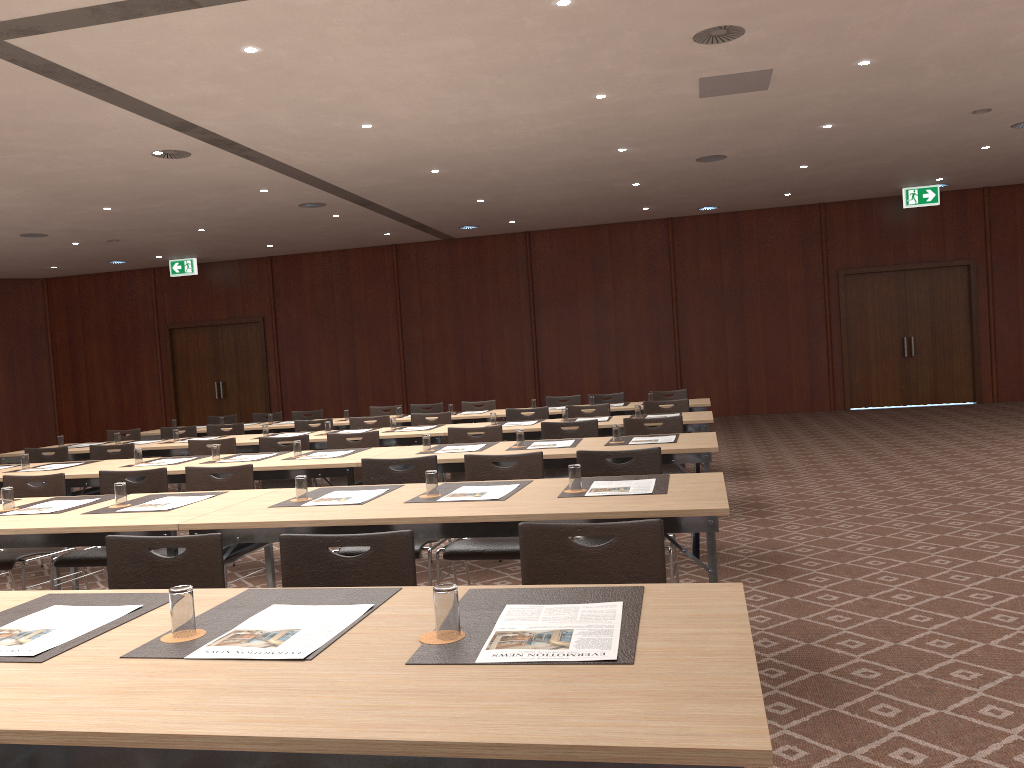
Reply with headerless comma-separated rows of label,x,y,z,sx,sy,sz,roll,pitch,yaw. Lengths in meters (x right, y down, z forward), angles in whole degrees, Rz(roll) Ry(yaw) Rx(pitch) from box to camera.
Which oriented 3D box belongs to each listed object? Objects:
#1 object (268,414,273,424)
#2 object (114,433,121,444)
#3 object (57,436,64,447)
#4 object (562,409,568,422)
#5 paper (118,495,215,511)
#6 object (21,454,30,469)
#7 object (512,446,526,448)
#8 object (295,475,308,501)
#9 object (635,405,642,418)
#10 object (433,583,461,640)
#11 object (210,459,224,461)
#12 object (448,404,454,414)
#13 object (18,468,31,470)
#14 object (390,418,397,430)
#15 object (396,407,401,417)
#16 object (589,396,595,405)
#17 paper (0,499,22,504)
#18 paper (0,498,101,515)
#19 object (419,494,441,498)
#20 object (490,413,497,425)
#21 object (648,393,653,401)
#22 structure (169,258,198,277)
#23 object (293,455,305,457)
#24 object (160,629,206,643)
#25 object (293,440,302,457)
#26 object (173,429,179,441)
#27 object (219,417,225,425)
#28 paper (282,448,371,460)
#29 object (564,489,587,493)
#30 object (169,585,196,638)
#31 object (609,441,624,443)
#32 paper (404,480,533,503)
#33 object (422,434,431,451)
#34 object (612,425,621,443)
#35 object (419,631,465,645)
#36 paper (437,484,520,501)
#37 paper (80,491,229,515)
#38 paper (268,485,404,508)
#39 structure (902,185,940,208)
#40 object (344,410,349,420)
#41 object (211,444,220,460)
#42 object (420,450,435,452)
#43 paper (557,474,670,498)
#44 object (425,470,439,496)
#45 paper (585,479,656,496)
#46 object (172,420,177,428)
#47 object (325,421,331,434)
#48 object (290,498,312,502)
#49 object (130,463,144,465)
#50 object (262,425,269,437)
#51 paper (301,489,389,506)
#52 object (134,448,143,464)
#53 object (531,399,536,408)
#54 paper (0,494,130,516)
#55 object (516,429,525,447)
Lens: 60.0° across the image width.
object,-2.920,0.424,10.720,0.054,0.114,0.054,-6,3,-44
object,-3.963,0.547,8.906,0.054,0.114,0.054,-6,3,-44
object,-4.603,0.585,9.050,0.054,0.114,0.054,-5,2,-22
object,0.477,0.280,7.963,0.054,0.114,0.054,-6,3,-44
paper,-1.702,0.587,4.378,0.283,0.006,0.398,-3,2,14
object,-3.744,0.595,6.820,0.054,0.114,0.054,-6,3,-44
object,0.044,0.425,6.006,0.102,0.001,0.102,-4,2,1
object,-0.994,0.490,4.187,0.054,0.114,0.054,-6,3,-44
object,1.111,0.242,7.818,0.054,0.114,0.054,-5,2,-22
object,-0.143,0.500,1.954,0.054,0.114,0.054,-5,2,-22
object,-2.160,0.557,6.486,0.102,0.001,0.102,-4,2,1
object,-0.706,0.290,10.258,0.054,0.114,0.054,-6,3,-44
object,-3.749,0.652,6.831,0.102,0.001,0.102,-4,2,1
object,-1.109,0.376,8.293,0.054,0.114,0.054,-6,3,-44
object,-1.330,0.328,10.391,0.054,0.114,0.054,-6,3,-44
object,0.894,0.194,9.912,0.054,0.114,0.054,-6,3,-44
paper,-3.023,0.668,4.731,0.460,0.003,0.565,-3,2,14
paper,-2.353,0.626,4.533,0.283,0.006,0.398,-4,2,10
object,-0.374,0.511,4.048,0.102,0.001,0.102,-4,2,1
object,-0.169,0.319,8.092,0.054,0.114,0.054,-6,3,-44
object,1.528,0.156,9.772,0.054,0.114,0.054,-5,2,-22
structure,-7.027,-2.494,18.963,0.587,0.346,0.105,-3,2,12
object,-1.525,0.519,6.347,0.102,0.001,0.102,-4,2,1
object,-0.777,0.596,2.098,0.102,0.001,0.102,-4,2,1
object,-1.534,0.462,6.342,0.054,0.114,0.054,-6,3,-44
object,-3.328,0.508,8.784,0.054,0.114,0.054,-6,3,-44
object,-3.554,0.461,10.866,0.054,0.114,0.054,-6,3,-44
paper,-1.333,0.505,6.425,0.460,0.003,0.565,-3,2,12
object,0.279,0.471,3.911,0.102,0.001,0.102,-3,2,23
object,-0.782,0.538,2.104,0.054,0.114,0.054,-6,3,-44
object,0.694,0.386,5.864,0.102,0.001,0.102,-4,2,1
paper,-0.186,0.498,4.121,0.460,0.003,0.565,-3,2,14
object,-0.591,0.405,6.134,0.054,0.114,0.054,-6,3,-44
object,0.693,0.328,5.870,0.054,0.114,0.054,-5,2,-22
object,-0.154,0.558,1.959,0.102,0.001,0.102,-4,2,1
paper,-0.147,0.494,4.043,0.283,0.006,0.398,-3,2,14
paper,-1.773,0.594,4.449,0.460,0.003,0.565,-3,2,11
paper,-0.828,0.536,4.263,0.460,0.003,0.565,-3,2,13
structure,7.323,-3.356,15.873,0.587,0.346,0.105,-3,2,12
object,-1.963,0.366,10.527,0.054,0.114,0.054,-6,3,-44
object,-2.168,0.500,6.490,0.054,0.114,0.054,-6,3,-44
object,-0.585,0.462,6.144,0.102,0.001,0.102,-3,2,23
paper,0.473,0.458,4.002,0.460,0.003,0.565,-3,2,11
object,-0.366,0.453,4.053,0.054,0.114,0.054,-6,3,-44
paper,0.485,0.455,3.922,0.283,0.006,0.398,-3,2,12
object,-4.187,0.500,10.997,0.054,0.114,0.054,-5,2,-22
object,-1.749,0.414,8.427,0.054,0.114,0.054,-6,3,-44
object,-0.998,0.548,4.199,0.102,0.001,0.102,-4,2,1
object,-2.790,0.595,6.613,0.102,0.001,0.102,-4,2,1
object,-2.379,0.452,8.562,0.054,0.114,0.054,-6,3,-44
paper,-0.778,0.532,4.176,0.283,0.006,0.398,-3,2,12
object,-2.788,0.537,6.616,0.054,0.114,0.054,-6,3,-44
object,0.248,0.233,10.046,0.054,0.114,0.054,-6,3,-44
paper,-2.364,0.628,4.610,0.460,0.003,0.565,-3,2,11
object,0.057,0.366,6.008,0.054,0.114,0.054,-6,3,-44
